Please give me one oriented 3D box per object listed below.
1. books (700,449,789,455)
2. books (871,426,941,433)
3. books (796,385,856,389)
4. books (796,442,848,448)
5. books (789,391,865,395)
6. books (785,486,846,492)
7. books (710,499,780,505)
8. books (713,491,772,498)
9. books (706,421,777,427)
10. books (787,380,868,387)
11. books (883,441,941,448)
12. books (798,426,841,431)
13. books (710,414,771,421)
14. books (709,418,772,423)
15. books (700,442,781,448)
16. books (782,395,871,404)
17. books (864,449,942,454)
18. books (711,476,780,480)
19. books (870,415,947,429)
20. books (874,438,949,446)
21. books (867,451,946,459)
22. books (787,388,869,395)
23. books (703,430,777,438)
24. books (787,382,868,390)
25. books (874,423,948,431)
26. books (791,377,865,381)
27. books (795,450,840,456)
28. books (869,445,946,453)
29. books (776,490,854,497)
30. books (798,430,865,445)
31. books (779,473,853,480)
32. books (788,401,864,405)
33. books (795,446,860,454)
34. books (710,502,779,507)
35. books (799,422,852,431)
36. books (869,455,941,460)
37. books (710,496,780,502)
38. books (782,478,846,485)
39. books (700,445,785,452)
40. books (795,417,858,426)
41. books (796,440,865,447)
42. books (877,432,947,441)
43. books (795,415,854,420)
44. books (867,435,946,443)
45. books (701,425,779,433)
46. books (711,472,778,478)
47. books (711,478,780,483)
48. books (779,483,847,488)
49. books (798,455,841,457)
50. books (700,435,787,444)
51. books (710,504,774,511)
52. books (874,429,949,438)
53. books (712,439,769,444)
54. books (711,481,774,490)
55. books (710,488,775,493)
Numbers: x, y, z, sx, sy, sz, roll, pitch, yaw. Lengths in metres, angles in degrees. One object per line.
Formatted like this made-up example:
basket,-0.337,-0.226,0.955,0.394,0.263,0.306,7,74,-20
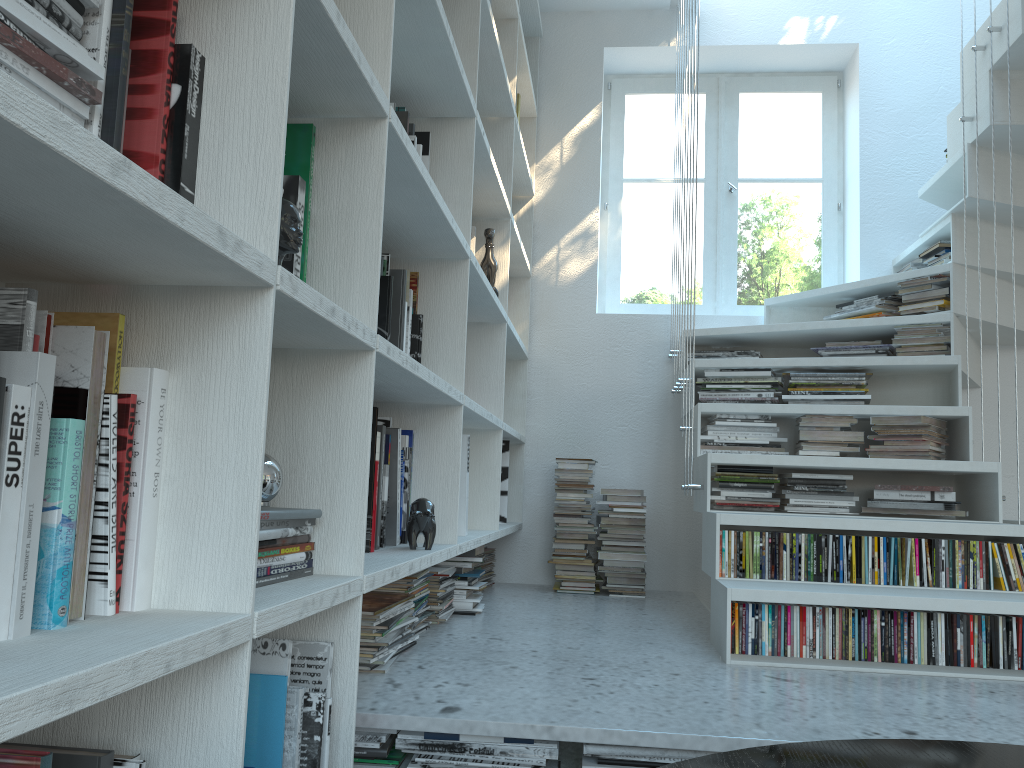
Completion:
books,0.780,0.242,3.037,0.287,0.018,0.190,2,-7,5
books,1.274,0.151,2.861,0.179,0.016,0.184,-3,-8,35
books,1.109,0.021,3.135,0.196,0.014,0.154,0,-7,19
books,1.028,0.207,2.951,0.155,0.013,0.139,1,-7,8
books,1.103,0.042,3.114,0.243,0.014,0.191,0,-7,19
books,0.959,0.333,2.812,0.155,0.012,0.189,1,-7,9
books,0.736,0.378,2.839,0.216,0.009,0.158,2,-7,0
books,0.739,0.355,2.852,0.166,0.015,0.146,2,-7,1
books,0.784,0.144,3.050,0.203,0.011,0.173,2,-7,1
books,1.111,0.002,3.140,0.257,0.011,0.145,1,-7,13
books,1.286,0.197,2.845,0.138,0.014,0.215,-2,-8,34
books,1.027,0.154,2.957,0.129,0.012,0.159,0,-7,21
books,0.786,0.119,3.066,0.180,0.014,0.157,2,-7,4
books,0.786,0.133,3.062,0.180,0.014,0.157,2,-7,2
books,0.783,0.214,3.062,0.254,0.010,0.138,2,-7,3
books,1.103,0.055,3.113,0.287,0.013,0.182,0,-7,20
books,1.264,0.220,2.859,0.189,0.007,0.254,-2,-8,34
books,0.738,0.301,2.833,0.188,0.006,0.198,2,-7,3
books,1.281,0.125,2.859,0.157,0.025,0.234,-4,-9,43
books,1.286,0.186,2.846,0.146,0.006,0.295,-4,-9,40
books,1.272,0.229,2.852,0.189,0.013,0.215,-3,-9,38
books,1.106,0.031,3.123,0.261,0.009,0.187,0,-7,16
books,0.785,0.178,3.068,0.230,0.019,0.143,2,-7,5
books,1.107,0.010,3.126,0.254,0.007,0.177,0,-7,14
books,1.287,0.140,2.852,0.161,0.005,0.254,-3,-9,38
books,1.109,-0.009,3.132,0.240,0.009,0.174,0,-7,15
books,1.014,0.234,2.950,0.128,0.016,0.184,1,-7,14
books,1.275,0.210,2.852,0.180,0.011,0.222,-3,-9,37
books,0.960,0.348,2.825,0.219,0.013,0.150,1,-7,12
books,1.058,0.179,2.949,0.222,0.035,0.178,1,-7,11
books,0.961,0.295,2.818,0.194,0.014,0.177,2,-7,1
books,1.111,0.072,3.140,0.249,0.014,0.130,0,-7,19
books,1.043,0.220,2.947,0.177,0.014,0.200,1,-7,11
books,0.735,0.385,2.830,0.195,0.007,0.189,2,-7,4
books,1.047,0.143,2.955,0.156,0.012,0.219,-1,-7,22
books,1.267,0.241,2.854,0.183,0.012,0.206,-2,-8,34
books,0.737,0.367,2.837,0.225,0.012,0.159,0,-7,14
books,0.963,0.314,2.840,0.178,0.017,0.133,1,-7,10
books,0.783,0.228,3.063,0.288,0.017,0.136,2,-7,4
books,1.046,0.128,2.957,0.190,0.017,0.167,1,-7,9
books,1.053,0.198,2.948,0.181,0.005,0.188,1,-7,6
books,1.287,0.169,2.848,0.146,0.007,0.295,-3,-9,36
books,1.041,0.115,2.959,0.155,0.009,0.155,1,-7,6
books,1.275,0.178,2.856,0.171,0.011,0.232,-4,-9,42
books,0.785,0.160,3.065,0.239,0.016,0.150,2,-7,4
books,0.740,0.295,2.854,0.195,0.012,0.161,2,-7,4
books,0.739,0.311,2.850,0.208,0.009,0.160,2,-7,2
books,0.963,0.327,2.845,0.185,0.008,0.129,2,-7,5
books,1.017,0.246,2.948,0.132,0.007,0.162,0,-7,15
books,0.784,0.193,3.065,0.297,0.012,0.145,2,-7,5
books,0.739,0.399,2.863,0.188,0.014,0.130,1,-7,6
books,1.287,0.161,2.849,0.146,0.007,0.295,-4,-9,40
books,0.783,0.203,3.054,0.179,0.010,0.160,1,-7,9
books,0.740,0.327,2.855,0.181,0.022,0.140,2,-7,0
books,0.740,0.344,2.861,0.198,0.010,0.132,1,-7,10
